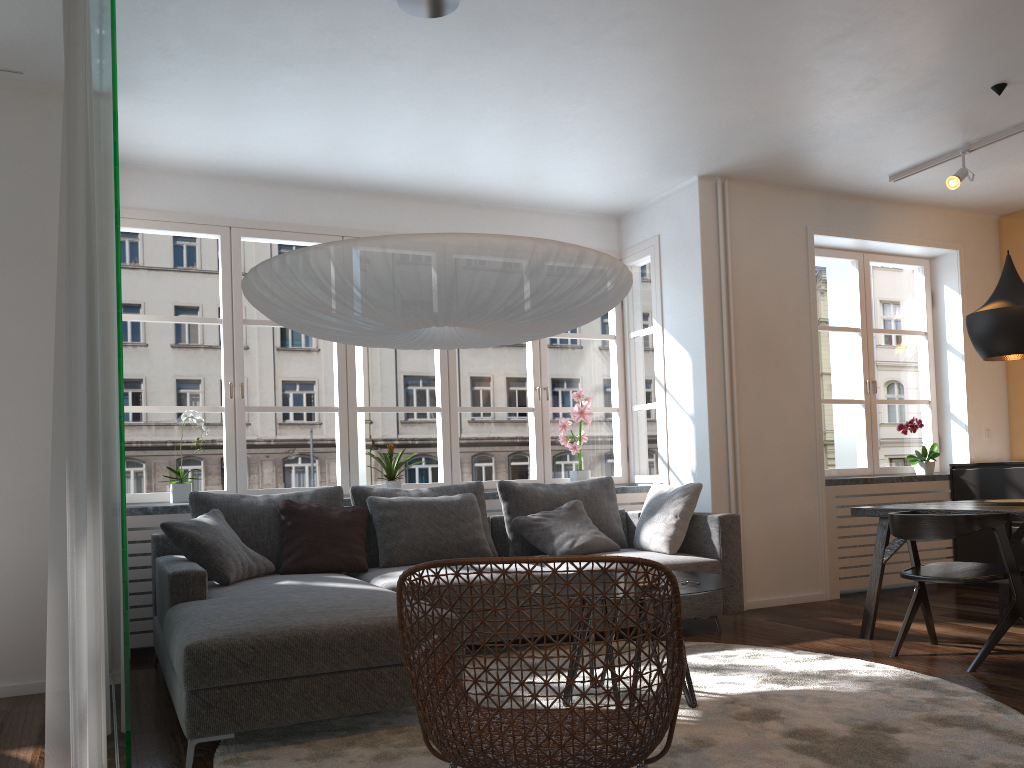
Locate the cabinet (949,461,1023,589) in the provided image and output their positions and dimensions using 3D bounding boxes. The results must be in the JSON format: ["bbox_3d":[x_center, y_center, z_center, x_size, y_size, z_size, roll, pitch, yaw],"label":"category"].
[{"bbox_3d":[4.615,0.758,4.332,0.732,0.896,5.089,0,-6,-25],"label":"cabinet"}]

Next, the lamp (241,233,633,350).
[{"bbox_3d":[-0.272,-0.282,3.405,1.471,0.209,1.476,-3,-6,12],"label":"lamp"}]

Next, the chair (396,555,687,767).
[{"bbox_3d":[0.094,0.770,2.293,0.718,0.707,0.688,-3,-4,8],"label":"chair"}]

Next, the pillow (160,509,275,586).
[{"bbox_3d":[-1.439,0.799,4.358,0.347,0.358,0.517,-3,-5,14],"label":"pillow"}]

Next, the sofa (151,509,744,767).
[{"bbox_3d":[-0.083,1.028,4.353,3.067,0.669,2.050,1,-6,-25],"label":"sofa"}]

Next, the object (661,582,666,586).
[{"bbox_3d":[0.595,0.755,3.365,0.026,0.010,0.124,-5,-7,31],"label":"object"}]

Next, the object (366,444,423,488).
[{"bbox_3d":[-0.726,0.538,5.545,0.323,0.327,0.377,-5,-5,40],"label":"object"}]

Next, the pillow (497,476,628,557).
[{"bbox_3d":[0.325,0.824,5.510,0.836,0.475,0.276,0,-4,-25],"label":"pillow"}]

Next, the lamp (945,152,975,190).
[{"bbox_3d":[2.672,-1.264,5.279,0.251,0.239,0.085,1,-4,-38],"label":"lamp"}]

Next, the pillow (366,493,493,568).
[{"bbox_3d":[-0.461,0.821,4.999,0.666,0.396,0.293,0,-4,-25],"label":"pillow"}]

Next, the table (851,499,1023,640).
[{"bbox_3d":[2.814,0.858,3.750,1.106,0.676,2.513,0,-6,-25],"label":"table"}]

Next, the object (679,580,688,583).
[{"bbox_3d":[0.611,0.746,3.310,0.025,0.016,0.164,-6,-7,40],"label":"object"}]

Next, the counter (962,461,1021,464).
[{"bbox_3d":[4.600,0.310,4.346,0.732,0.002,5.086,1,-7,-25],"label":"counter"}]

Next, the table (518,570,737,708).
[{"bbox_3d":[0.452,1.011,3.460,0.847,0.471,0.851,0,-6,-23],"label":"table"}]

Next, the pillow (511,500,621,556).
[{"bbox_3d":[0.318,0.855,5.239,0.492,0.320,0.446,3,-6,-43],"label":"pillow"}]

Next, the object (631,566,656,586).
[{"bbox_3d":[0.502,0.725,3.329,0.091,0.069,0.140,-1,-5,-13],"label":"object"}]

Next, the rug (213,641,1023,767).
[{"bbox_3d":[0.383,1.229,3.311,2.841,0.012,2.848,4,-9,-45],"label":"rug"}]

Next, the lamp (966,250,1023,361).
[{"bbox_3d":[2.503,-0.402,4.436,0.411,0.539,0.412,-2,-3,8],"label":"lamp"}]

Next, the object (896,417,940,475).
[{"bbox_3d":[2.996,0.451,6.486,0.230,0.435,0.406,-4,-4,41],"label":"object"}]

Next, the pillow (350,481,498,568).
[{"bbox_3d":[-0.508,0.811,5.135,0.839,0.473,0.278,0,-4,-25],"label":"pillow"}]

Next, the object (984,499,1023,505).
[{"bbox_3d":[2.549,0.587,4.398,0.355,0.016,0.357,0,-7,-21],"label":"object"}]

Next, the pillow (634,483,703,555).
[{"bbox_3d":[0.887,0.796,5.263,0.286,0.413,0.496,0,-5,-26],"label":"pillow"}]

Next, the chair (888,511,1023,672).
[{"bbox_3d":[2.037,0.922,4.056,0.519,0.669,0.596,0,-4,-26],"label":"chair"}]

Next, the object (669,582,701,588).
[{"bbox_3d":[0.644,0.742,3.283,0.168,0.015,0.015,3,-6,-38],"label":"object"}]

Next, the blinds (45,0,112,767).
[{"bbox_3d":[-1.607,-0.113,3.322,0.153,2.726,1.815,-1,-3,-23],"label":"blinds"}]

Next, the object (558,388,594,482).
[{"bbox_3d":[0.451,0.378,6.113,0.298,0.688,0.201,-4,-3,44],"label":"object"}]

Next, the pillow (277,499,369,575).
[{"bbox_3d":[-0.995,0.810,4.724,0.521,0.402,0.312,0,-4,-23],"label":"pillow"}]

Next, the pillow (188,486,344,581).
[{"bbox_3d":[-1.293,0.800,4.759,0.836,0.476,0.276,0,-4,-25],"label":"pillow"}]
